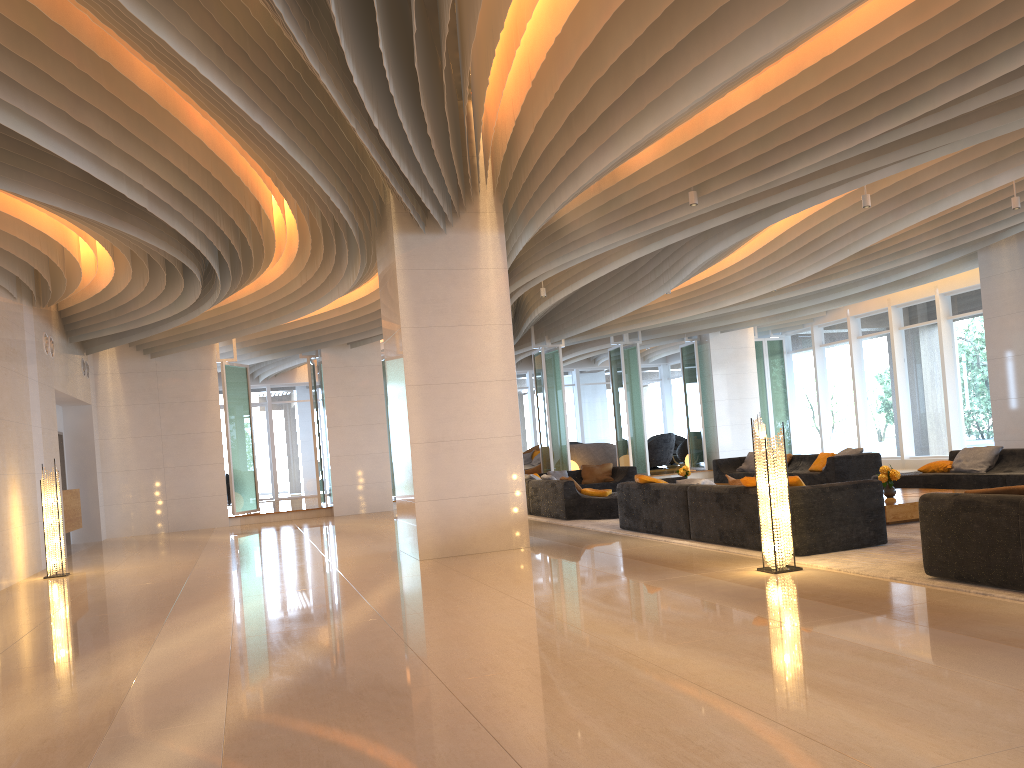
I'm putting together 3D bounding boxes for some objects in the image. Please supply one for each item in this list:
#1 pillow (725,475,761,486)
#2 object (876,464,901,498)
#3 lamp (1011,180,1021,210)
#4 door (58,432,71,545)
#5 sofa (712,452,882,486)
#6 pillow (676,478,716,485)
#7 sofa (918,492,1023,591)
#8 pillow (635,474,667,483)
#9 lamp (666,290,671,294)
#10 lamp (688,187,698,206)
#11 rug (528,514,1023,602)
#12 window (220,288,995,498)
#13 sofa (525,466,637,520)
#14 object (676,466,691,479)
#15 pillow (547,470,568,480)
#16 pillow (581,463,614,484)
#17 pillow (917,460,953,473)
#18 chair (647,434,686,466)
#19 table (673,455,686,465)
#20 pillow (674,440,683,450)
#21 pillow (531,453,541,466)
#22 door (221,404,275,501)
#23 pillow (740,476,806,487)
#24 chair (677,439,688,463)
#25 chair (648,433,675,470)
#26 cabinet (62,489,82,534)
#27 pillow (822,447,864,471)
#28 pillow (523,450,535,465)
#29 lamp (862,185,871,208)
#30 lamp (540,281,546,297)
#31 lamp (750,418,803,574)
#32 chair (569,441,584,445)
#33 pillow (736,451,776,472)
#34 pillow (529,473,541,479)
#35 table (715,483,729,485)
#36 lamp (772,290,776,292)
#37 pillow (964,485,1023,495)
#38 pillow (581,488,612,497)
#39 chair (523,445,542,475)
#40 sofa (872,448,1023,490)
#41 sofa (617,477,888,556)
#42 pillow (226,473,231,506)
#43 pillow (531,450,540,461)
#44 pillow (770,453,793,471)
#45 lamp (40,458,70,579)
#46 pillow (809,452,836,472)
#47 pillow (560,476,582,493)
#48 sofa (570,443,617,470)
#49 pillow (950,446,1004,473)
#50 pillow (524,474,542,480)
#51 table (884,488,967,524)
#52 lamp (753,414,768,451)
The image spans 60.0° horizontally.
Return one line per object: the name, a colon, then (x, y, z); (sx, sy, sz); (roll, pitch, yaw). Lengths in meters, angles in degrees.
pillow: (2.367, 1.078, 8.661); (0.447, 0.409, 0.597); (-4, -3, -16)
object: (4.184, 1.072, 9.848); (0.235, 0.376, 0.266); (-5, -2, 4)
lamp: (6.025, -2.864, 10.709); (0.090, 1.504, 0.088); (-4, -1, -27)
door: (-8.216, 1.891, 15.835); (0.248, 2.098, 1.395); (-4, -2, -17)
sofa: (4.871, 1.549, 15.555); (0.950, 0.581, 3.751); (-4, -4, -17)
pillow: (2.074, 1.212, 9.646); (0.424, 0.376, 0.583); (-4, -3, -15)
sofa: (3.538, 0.937, 5.662); (1.367, 0.576, 2.237); (-4, -4, -17)
pillow: (1.743, 1.241, 10.476); (0.546, 0.377, 0.641); (-5, -3, 4)
lamp: (2.572, -2.271, 14.947); (0.088, 1.504, 0.090); (-5, -1, 27)
lamp: (1.844, -2.624, 9.305); (0.090, 1.504, 0.088); (-4, -1, -27)
rug: (4.246, 1.513, 10.293); (5.561, 0.022, 16.108); (-3, -4, -17)
window: (7.561, -0.364, 13.592); (53.711, 3.215, 22.502); (-8, -5, 37)
sofa: (1.530, 1.749, 15.034); (2.850, 0.652, 5.053); (-3, -4, -17)
object: (2.923, 1.557, 15.063); (0.234, 0.376, 0.268); (-5, -2, 14)
pillow: (0.909, 1.823, 17.115); (0.411, 0.312, 0.320); (-4, -3, -16)
pillow: (1.672, 1.753, 17.388); (0.637, 0.377, 0.549); (-5, -3, 4)
pillow: (5.837, 1.143, 12.134); (0.442, 0.192, 0.595); (-7, -5, 37)
chair: (5.017, 2.061, 28.112); (1.522, 1.004, 1.135); (-4, -3, -5)
table: (5.402, 2.303, 27.140); (1.086, 0.318, 0.815); (-4, -4, -11)
pillow: (5.359, 1.946, 28.198); (0.501, 0.408, 0.467); (-5, -3, 9)
pillow: (0.735, 1.981, 23.511); (0.467, 0.408, 0.501); (-4, -3, -15)
door: (-7.645, 1.998, 25.332); (1.472, 2.768, 0.060); (-4, -1, -18)
pillow: (2.479, 1.001, 8.028); (0.556, 0.377, 0.630); (-2, -4, -40)
chair: (5.588, 1.872, 26.171); (1.529, 1.004, 1.129); (-4, -3, -15)
chair: (4.055, 1.932, 25.272); (1.542, 1.004, 1.120); (-2, -4, -45)
cabinet: (-7.349, 2.047, 14.209); (0.564, 0.661, 1.500); (-4, -4, -17)
pillow: (5.353, 1.231, 14.377); (0.546, 0.377, 0.641); (-5, -3, 4)
pillow: (0.353, 2.025, 24.067); (0.612, 0.454, 0.479); (-7, -3, 34)
lamp: (3.941, -2.744, 10.014); (0.090, 1.504, 0.088); (-4, -1, -45)
lamp: (0.445, -2.149, 14.237); (0.088, 1.504, 0.090); (-5, -1, 27)
lamp: (2.030, 0.851, 6.892); (0.252, 1.196, 0.248); (-4, -1, -18)
chair: (2.095, 2.159, 26.182); (1.540, 1.004, 1.121); (-2, -3, -35)
pillow: (4.617, 1.470, 16.825); (0.556, 0.377, 0.630); (-2, -4, -40)
pillow: (0.371, 1.710, 15.305); (0.416, 0.334, 0.329); (-7, -3, 38)
table: (2.856, 1.848, 14.875); (1.615, 0.219, 1.590); (-3, -4, -18)
lamp: (4.540, -2.384, 15.606); (0.088, 1.504, 0.090); (-5, -1, 27)
pillow: (3.212, 0.795, 5.544); (0.400, 0.391, 0.601); (-4, -3, -15)
pillow: (1.248, 1.589, 13.032); (0.407, 0.135, 0.421); (-6, -4, 16)
chair: (0.529, 2.112, 23.789); (1.151, 1.004, 1.500); (-3, -3, -30)
sofa: (6.113, 1.103, 10.840); (1.364, 0.581, 4.113); (-3, -4, -18)
sofa: (2.256, 1.305, 9.293); (0.950, 0.581, 3.751); (-4, -4, -17)
pillow: (-6.851, 2.400, 19.477); (1.533, 1.004, 1.127); (-4, -3, -20)
pillow: (0.729, 1.966, 23.933); (0.377, 0.422, 0.597); (-3, -4, -39)
pillow: (4.844, 1.421, 16.021); (0.325, 0.312, 0.404); (-4, -3, -20)
lamp: (-5.658, 1.648, 10.920); (0.252, 1.449, 0.248); (-4, -1, -18)
pillow: (5.194, 1.307, 14.858); (0.324, 0.312, 0.405); (-4, -3, -15)
pillow: (0.924, 1.528, 13.253); (0.331, 0.311, 0.421); (-4, -3, -16)
sofa: (1.987, 2.072, 24.154); (2.529, 0.900, 1.126); (-7, -4, 32)
pillow: (6.083, 1.034, 11.675); (0.466, 0.416, 0.660); (-4, -3, -17)
pillow: (0.425, 1.688, 14.970); (0.552, 0.376, 0.646); (-3, -4, -22)
table: (4.328, 1.370, 9.988); (1.615, 0.219, 1.590); (-3, -4, -18)
lamp: (5.033, 1.284, 17.890); (0.252, 1.449, 0.248); (-4, -1, -18)
